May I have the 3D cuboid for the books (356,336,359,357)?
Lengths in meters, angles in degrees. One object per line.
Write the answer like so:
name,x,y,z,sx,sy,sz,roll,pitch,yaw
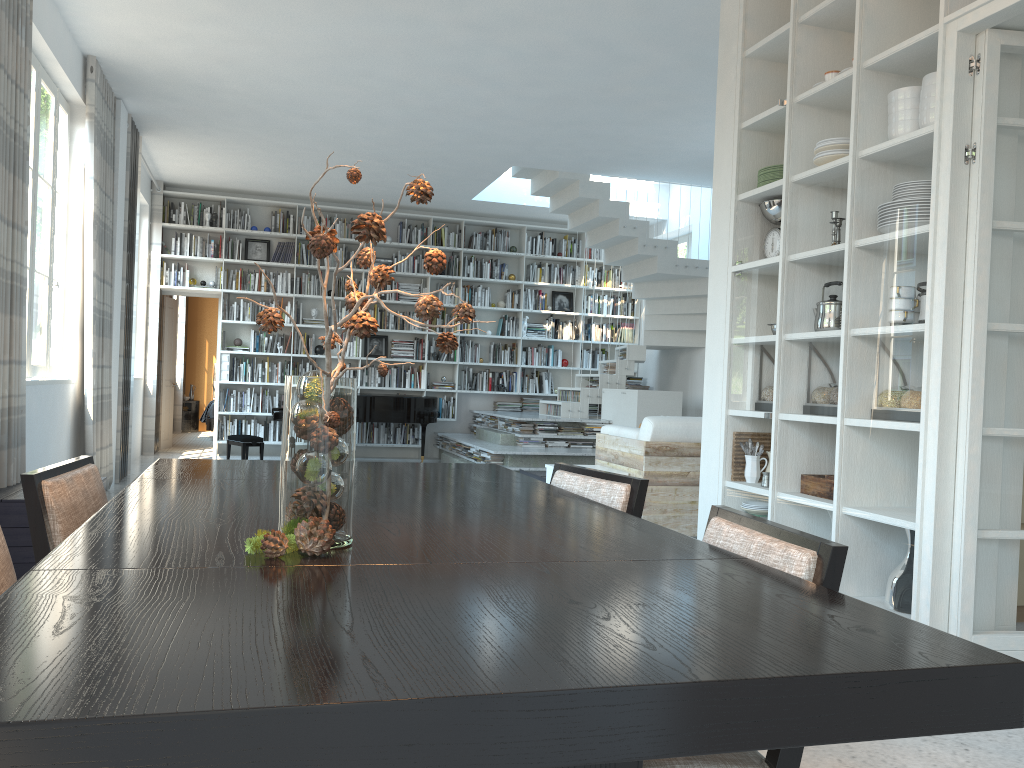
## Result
books,-1.977,-0.480,11.307,0.021,0.281,0.162,2,1,-16

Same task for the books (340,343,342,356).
books,-2.180,-0.440,11.256,0.025,0.186,0.154,2,0,-16

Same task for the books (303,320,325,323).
books,-2.498,-0.783,11.162,0.254,0.012,0.161,2,0,-19

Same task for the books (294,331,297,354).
books,-2.715,-0.512,11.103,0.025,0.284,0.145,2,1,-16

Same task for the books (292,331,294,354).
books,-2.747,-0.514,11.104,0.012,0.285,0.159,2,1,-16

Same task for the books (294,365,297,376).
books,-2.713,-0.123,11.108,0.030,0.239,0.157,2,0,-16

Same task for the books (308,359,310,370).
books,-2.562,-0.166,11.173,0.013,0.339,0.138,2,1,-16

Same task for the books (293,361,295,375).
books,-2.734,-0.146,11.104,0.013,0.283,0.146,2,1,-16

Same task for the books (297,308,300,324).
books,-2.678,-0.841,11.117,0.034,0.210,0.136,2,0,-16

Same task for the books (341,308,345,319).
books,-2.150,-0.837,11.252,0.028,0.247,0.170,2,0,-16

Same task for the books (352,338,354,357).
books,-2.030,-0.463,11.292,0.012,0.244,0.171,2,0,-16

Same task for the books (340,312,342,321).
books,-2.181,-0.810,11.263,0.025,0.189,0.140,2,0,-16

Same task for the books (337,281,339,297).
books,-2.211,-1.194,11.239,0.013,0.216,0.149,2,0,-16

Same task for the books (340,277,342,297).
books,-2.176,-1.218,11.253,0.009,0.267,0.149,2,1,-16

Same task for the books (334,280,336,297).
books,-2.241,-1.215,11.233,0.005,0.254,0.161,2,0,-16

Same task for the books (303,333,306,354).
books,-2.602,-0.502,11.115,0.026,0.274,0.190,2,0,-16

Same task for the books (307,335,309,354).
books,-2.573,-0.488,11.163,0.028,0.248,0.142,2,1,-16

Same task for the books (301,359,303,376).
books,-2.639,-0.157,11.127,0.014,0.313,0.166,2,1,-16

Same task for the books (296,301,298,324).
books,-2.701,-0.886,11.120,0.011,0.298,0.135,2,1,-16

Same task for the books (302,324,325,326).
books,-2.501,-0.735,11.165,0.285,0.012,0.159,2,0,-18

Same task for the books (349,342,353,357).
books,-2.052,-0.436,11.297,0.024,0.188,0.172,2,0,-16

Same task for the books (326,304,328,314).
books,-2.342,-0.864,11.196,0.012,0.285,0.159,2,1,-16

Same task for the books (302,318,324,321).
books,-2.496,-0.807,11.159,0.285,0.012,0.159,2,0,-20

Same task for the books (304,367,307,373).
books,-2.601,-0.106,11.140,0.021,0.215,0.172,2,0,-16

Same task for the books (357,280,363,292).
books,-1.947,-1.193,11.281,0.064,0.237,0.208,2,0,-16

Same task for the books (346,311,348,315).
books,-2.103,-0.842,11.265,0.023,0.260,0.170,2,0,-16

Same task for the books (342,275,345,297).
books,-2.145,-1.227,11.263,0.033,0.287,0.155,2,1,-16

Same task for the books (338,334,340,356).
books,-2.197,-0.491,11.254,0.012,0.285,0.159,2,1,-16

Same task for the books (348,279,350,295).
books,-2.080,-1.207,11.264,0.006,0.253,0.180,2,0,-16

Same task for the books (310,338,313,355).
books,-2.530,-0.470,11.151,0.028,0.216,0.175,2,0,-16

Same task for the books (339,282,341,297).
books,-2.185,-1.185,11.243,0.011,0.200,0.162,2,0,-16

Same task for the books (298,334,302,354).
books,-2.661,-0.499,11.117,0.036,0.263,0.166,2,0,-16

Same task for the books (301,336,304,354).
books,-2.633,-0.480,11.129,0.025,0.228,0.153,2,0,-16

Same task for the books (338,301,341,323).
books,-2.191,-0.880,11.243,0.010,0.329,0.173,2,1,-16

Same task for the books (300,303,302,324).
books,-2.649,-0.874,11.119,0.021,0.278,0.136,2,1,-16

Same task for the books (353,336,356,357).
books,-2.013,-0.475,11.303,0.027,0.269,0.178,2,0,-16

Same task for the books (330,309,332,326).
books,-2.294,-0.833,11.234,0.024,0.227,0.137,2,1,-16

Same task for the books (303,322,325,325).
books,-2.498,-0.759,11.160,0.254,0.012,0.161,2,0,-20

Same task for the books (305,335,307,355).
books,-2.589,-0.486,11.141,0.014,0.244,0.153,2,0,-16

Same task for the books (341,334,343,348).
books,-2.163,-0.493,11.271,0.011,0.291,0.155,2,1,-16

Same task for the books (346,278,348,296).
books,-2.097,-1.208,11.266,0.017,0.253,0.139,2,1,-16

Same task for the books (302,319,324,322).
books,-2.498,-0.796,11.164,0.285,0.012,0.159,2,0,-14

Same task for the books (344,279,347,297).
books,-2.115,-1.204,11.236,0.013,0.244,0.188,2,0,-16

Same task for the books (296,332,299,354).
books,-2.693,-0.506,11.115,0.026,0.275,0.154,2,1,-16

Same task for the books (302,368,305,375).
books,-2.624,-0.097,11.138,0.024,0.196,0.156,2,0,-16

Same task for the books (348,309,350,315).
books,-2.087,-0.839,11.290,0.022,0.256,0.152,2,1,-16

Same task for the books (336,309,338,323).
books,-2.224,-0.829,11.244,0.048,0.225,0.149,2,0,-16

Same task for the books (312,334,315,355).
books,-2.506,-0.494,11.172,0.028,0.266,0.144,2,1,-16

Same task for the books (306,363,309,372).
books,-2.576,-0.132,11.143,0.027,0.269,0.185,2,0,-16

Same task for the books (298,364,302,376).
books,-2.667,-0.125,11.121,0.042,0.248,0.162,2,0,-16

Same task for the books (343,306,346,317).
books,-2.127,-0.846,11.247,0.012,0.265,0.192,2,0,-16

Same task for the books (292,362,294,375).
books,-2.749,-0.143,11.110,0.013,0.275,0.147,2,1,-16

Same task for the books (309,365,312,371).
books,-2.542,-0.116,11.171,0.029,0.241,0.135,2,1,-16

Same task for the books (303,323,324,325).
books,-2.501,-0.747,11.169,0.254,0.012,0.161,2,0,-16

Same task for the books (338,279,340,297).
books,-2.195,-1.204,11.216,0.005,0.236,0.178,2,0,-16

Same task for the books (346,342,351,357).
books,-2.089,-0.438,11.282,0.057,0.188,0.156,2,0,-16

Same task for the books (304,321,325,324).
books,-2.497,-0.771,11.158,0.254,0.012,0.161,2,0,-21

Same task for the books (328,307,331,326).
books,-2.312,-0.844,11.199,0.030,0.247,0.174,2,0,-16

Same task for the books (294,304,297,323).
books,-2.714,-0.866,11.099,0.024,0.257,0.134,2,1,-16
